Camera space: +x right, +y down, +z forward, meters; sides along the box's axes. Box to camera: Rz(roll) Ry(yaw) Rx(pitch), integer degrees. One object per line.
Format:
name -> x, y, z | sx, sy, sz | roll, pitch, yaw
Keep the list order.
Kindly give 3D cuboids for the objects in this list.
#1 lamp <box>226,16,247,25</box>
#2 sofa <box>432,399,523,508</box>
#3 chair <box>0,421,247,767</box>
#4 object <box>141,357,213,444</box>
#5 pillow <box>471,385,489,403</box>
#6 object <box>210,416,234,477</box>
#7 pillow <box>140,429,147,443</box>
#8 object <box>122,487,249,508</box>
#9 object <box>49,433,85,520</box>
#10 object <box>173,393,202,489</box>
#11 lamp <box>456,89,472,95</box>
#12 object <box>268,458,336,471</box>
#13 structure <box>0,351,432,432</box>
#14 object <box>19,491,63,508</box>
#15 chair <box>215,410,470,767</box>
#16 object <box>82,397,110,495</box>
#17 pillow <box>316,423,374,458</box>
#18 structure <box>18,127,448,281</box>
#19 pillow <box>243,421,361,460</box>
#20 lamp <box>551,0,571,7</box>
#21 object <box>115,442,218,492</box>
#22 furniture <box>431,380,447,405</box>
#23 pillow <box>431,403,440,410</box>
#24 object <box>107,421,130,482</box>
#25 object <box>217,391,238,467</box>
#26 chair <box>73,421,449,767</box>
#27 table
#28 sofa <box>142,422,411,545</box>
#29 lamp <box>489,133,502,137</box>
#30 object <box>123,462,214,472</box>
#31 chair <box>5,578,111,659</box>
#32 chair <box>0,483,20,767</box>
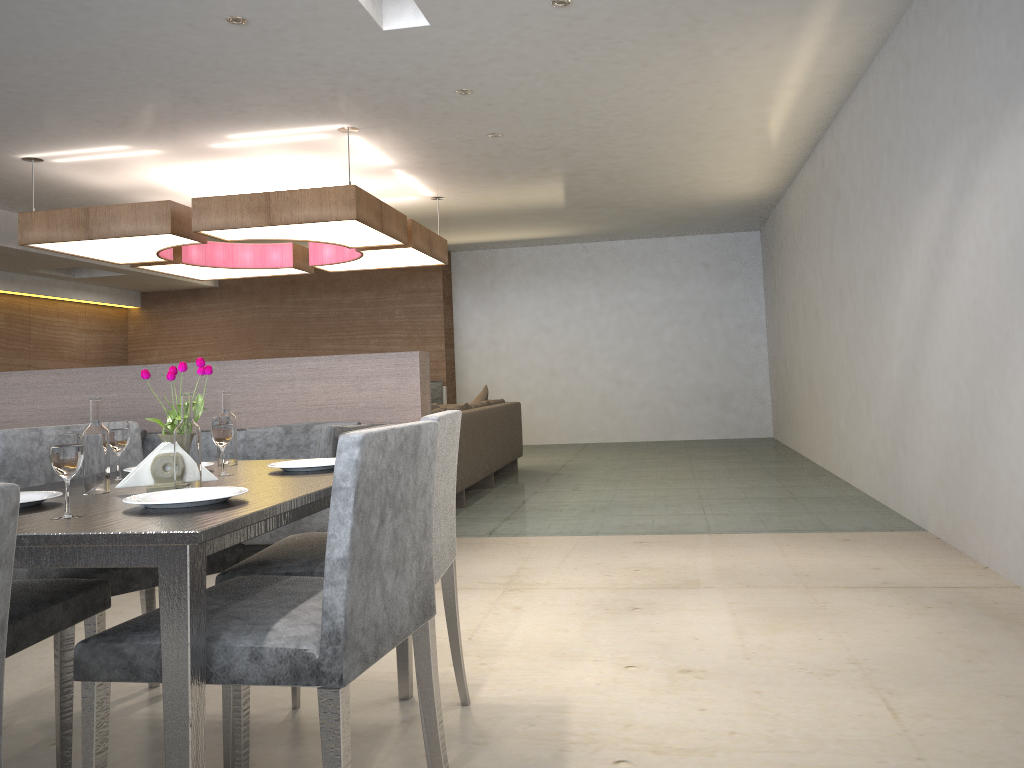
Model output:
lamp -> -1.243, -1.639, 3.984 | 0.089, 0.007, 0.088 | -3, 0, -35
sofa -> -2.013, 0.548, 6.894 | 3.762, 0.678, 3.172 | -2, 0, 10
chair -> -1.018, 0.487, 2.246 | 0.490, 0.766, 0.476 | -5, -4, 40
object -> -0.720, 0.081, 1.925 | 0.104, 0.278, 0.154 | -3, -3, 7
pillow -> -0.340, 0.211, 7.758 | 0.279, 0.406, 0.530 | -2, -1, -2
object -> -0.690, 0.148, 2.106 | 0.053, 0.140, 0.053 | 0, -4, -32
pillow -> -2.342, 0.417, 4.863 | 0.637, 0.322, 0.180 | -3, -3, 9
object -> -0.592, 0.208, 1.610 | 0.217, 0.015, 0.216 | -3, 0, -10
object -> -0.746, 0.154, 1.482 | 0.053, 0.140, 0.053 | 0, -4, -32
object -> -0.649, 0.118, 1.768 | 0.052, 0.202, 0.051 | 1, -5, -38
lamp -> -0.277, -1.687, 5.104 | 0.089, 0.007, 0.088 | -3, 0, -35
object -> -0.492, 0.201, 2.185 | 0.217, 0.015, 0.216 | -3, 0, -10
structure -> -2.325, 0.402, 5.219 | 3.770, 1.014, 0.223 | -2, -4, 10
object -> -0.971, 0.225, 1.674 | 0.217, 0.015, 0.216 | -3, 0, -10
chair -> -0.373, 0.459, 2.109 | 0.492, 0.766, 0.475 | -3, -3, 5
object -> -0.865, 0.127, 1.838 | 0.052, 0.202, 0.051 | 1, -5, -38
pillow -> -0.827, 0.354, 4.367 | 0.151, 0.325, 0.573 | -3, -1, 10
structure -> -1.993, -1.329, 7.076 | 2.440, 0.621, 2.441 | -2, 0, 10
pillow -> -1.122, 0.365, 4.655 | 0.637, 0.322, 0.180 | -3, -3, 9
lamp -> 0.219, -1.702, 3.947 | 0.089, 0.007, 0.088 | -3, 0, -35
object -> -0.722, 0.170, 1.854 | 0.203, 0.100, 0.069 | -2, -3, -20
furniture -> -3.363, 0.507, 8.359 | 4.252, 0.857, 5.635 | -2, 0, 10
pillow -> -0.662, 0.289, 6.046 | 0.312, 0.341, 0.493 | -3, -1, 4
object -> -0.934, 0.159, 2.099 | 0.053, 0.140, 0.053 | 0, -4, -32
object -> -0.770, 0.120, 2.386 | 0.052, 0.202, 0.051 | 1, -5, -38
chair -> -0.406, 0.464, 1.581 | 0.491, 0.766, 0.475 | -3, -3, 15
table -> -0.719, 0.538, 1.899 | 0.776, 0.637, 1.186 | -3, -1, 10
sofa -> -2.400, 0.601, 4.691 | 3.795, 0.631, 0.833 | -2, -1, 10
lamp -> -0.115, -1.700, 6.035 | 0.089, 0.007, 0.088 | -3, 0, -35
object -> -0.871, 0.217, 2.250 | 0.217, 0.015, 0.216 | -3, 0, -10
chair -> -1.124, 0.494, 1.684 | 0.492, 0.766, 0.475 | -3, -3, 5
chair -> -0.694, 0.482, 0.626 | 0.492, 0.766, 0.475 | -3, -3, 5
